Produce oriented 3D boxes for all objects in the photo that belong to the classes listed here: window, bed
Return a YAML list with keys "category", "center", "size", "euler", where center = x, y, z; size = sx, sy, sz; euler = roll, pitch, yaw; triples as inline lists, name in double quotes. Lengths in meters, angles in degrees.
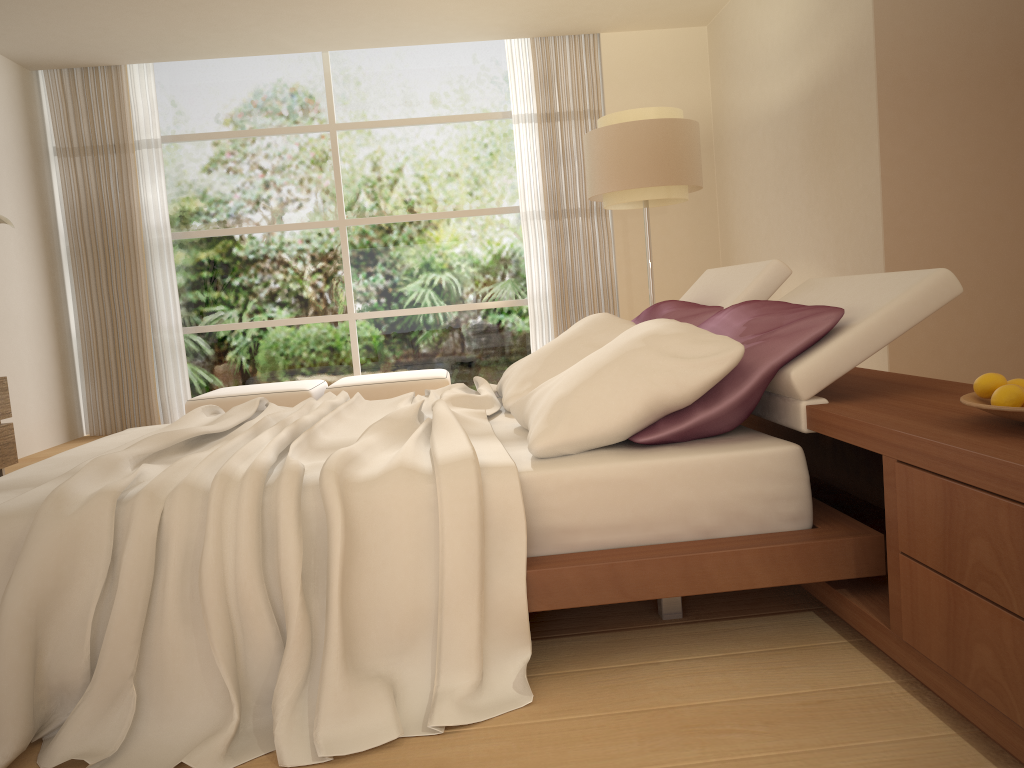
- category: "window"
  center: [-1.528, -1.448, 7.984]
  size: [4.781, 3.371, 0.071]
  euler: [-5, 5, -3]
- category: "bed"
  center: [-0.479, 0.339, 2.954]
  size: [2.535, 0.570, 2.599]
  euler: [-5, 5, -3]

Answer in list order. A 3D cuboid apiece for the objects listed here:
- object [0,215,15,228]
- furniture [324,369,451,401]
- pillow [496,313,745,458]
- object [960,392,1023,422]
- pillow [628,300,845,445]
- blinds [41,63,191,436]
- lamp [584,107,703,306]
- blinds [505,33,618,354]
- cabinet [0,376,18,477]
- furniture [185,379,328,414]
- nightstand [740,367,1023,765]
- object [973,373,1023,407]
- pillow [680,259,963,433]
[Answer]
- category: "object"
  center: [-3.150, -0.563, 5.083]
  size: [0.608, 1.085, 0.515]
  euler: [0, 7, 44]
- category: "furniture"
  center: [-0.972, 0.102, 7.181]
  size: [0.965, 0.346, 0.964]
  euler: [-5, 5, -3]
- category: "pillow"
  center: [0.248, -0.054, 3.010]
  size: [0.561, 0.339, 1.720]
  euler: [-5, 5, -3]
- category: "object"
  center: [1.030, 0.048, 1.664]
  size: [0.337, 0.053, 0.337]
  euler: [-4, 5, 10]
- category: "pillow"
  center: [0.515, -0.093, 3.032]
  size: [0.575, 0.369, 1.683]
  euler: [-5, 5, -3]
- category: "blinds"
  center: [-3.403, -1.248, 7.616]
  size: [0.950, 3.352, 0.211]
  euler: [-5, 5, -5]
- category: "lamp"
  center: [0.945, -0.796, 6.053]
  size: [0.817, 2.018, 0.817]
  euler: [0, 7, 39]
- category: "blinds"
  center: [0.461, -1.588, 7.795]
  size: [0.814, 3.351, 0.202]
  euler: [-5, 5, -4]
- category: "cabinet"
  center: [-3.185, 0.467, 3.514]
  size: [0.588, 0.662, 3.713]
  euler: [-5, 5, -3]
- category: "furniture"
  center: [-2.002, 0.194, 7.120]
  size: [0.965, 0.346, 0.964]
  euler: [-5, 5, -3]
- category: "nightstand"
  center: [0.928, 0.223, 3.094]
  size: [0.493, 0.539, 4.220]
  euler: [-5, 5, -3]
- category: "object"
  center: [1.021, 0.020, 1.678]
  size: [0.230, 0.084, 0.259]
  euler: [-8, 6, -33]
- category: "pillow"
  center: [0.835, -0.195, 3.054]
  size: [0.461, 0.457, 1.779]
  euler: [-5, 5, -4]
